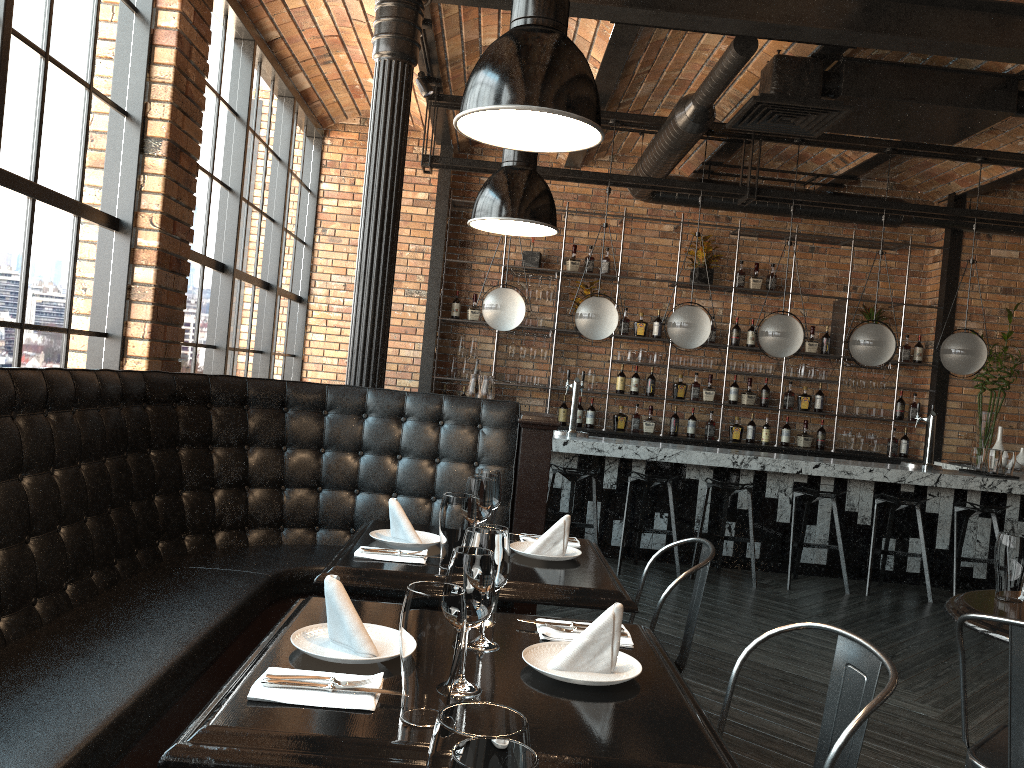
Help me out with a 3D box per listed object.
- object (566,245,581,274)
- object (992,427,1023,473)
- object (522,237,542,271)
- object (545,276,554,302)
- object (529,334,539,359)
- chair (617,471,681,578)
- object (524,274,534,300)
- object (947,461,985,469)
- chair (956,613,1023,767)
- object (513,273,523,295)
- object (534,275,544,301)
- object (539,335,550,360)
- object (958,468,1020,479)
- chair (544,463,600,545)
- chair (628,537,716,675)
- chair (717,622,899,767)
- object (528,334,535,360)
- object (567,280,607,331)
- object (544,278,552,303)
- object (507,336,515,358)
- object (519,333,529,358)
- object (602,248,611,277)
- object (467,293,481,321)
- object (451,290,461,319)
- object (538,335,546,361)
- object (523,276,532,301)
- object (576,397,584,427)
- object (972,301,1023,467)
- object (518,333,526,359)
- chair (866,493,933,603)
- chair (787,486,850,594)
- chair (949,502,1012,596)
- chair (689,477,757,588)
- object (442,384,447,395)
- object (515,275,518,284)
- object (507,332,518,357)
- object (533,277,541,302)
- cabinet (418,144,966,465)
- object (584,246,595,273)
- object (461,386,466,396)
[{"bbox_3d":[0.609,-1.233,8.755,0.123,0.279,0.123,5,0,-13],"label":"object"},{"bbox_3d":[4.458,0.589,7.948,0.319,0.397,0.316,5,0,-43],"label":"object"},{"bbox_3d":[0.212,-1.409,8.768,0.377,0.554,0.422,5,0,-14],"label":"object"},{"bbox_3d":[0.371,-0.928,8.658,0.092,0.244,0.092,5,0,4],"label":"object"},{"bbox_3d":[0.214,-0.367,8.659,0.092,0.244,0.092,5,0,4],"label":"object"},{"bbox_3d":[0.988,1.000,6.493,0.475,0.737,0.414,5,0,-7],"label":"chair"},{"bbox_3d":[0.169,-0.946,8.653,0.092,0.244,0.092,5,0,4],"label":"object"},{"bbox_3d":[4.437,0.775,8.342,0.622,0.014,0.622,5,0,-29],"label":"object"},{"bbox_3d":[1.384,0.999,2.237,0.504,0.857,0.558,6,0,43],"label":"chair"},{"bbox_3d":[0.059,-0.957,8.650,0.092,0.244,0.092,5,0,4],"label":"object"},{"bbox_3d":[0.267,-0.937,8.656,0.092,0.244,0.092,5,0,4],"label":"object"},{"bbox_3d":[0.317,-0.357,8.661,0.092,0.244,0.092,5,0,4],"label":"object"},{"bbox_3d":[3.837,0.723,7.143,0.273,0.019,0.437,5,0,-2],"label":"object"},{"bbox_3d":[0.427,0.948,6.478,0.475,0.737,0.414,5,0,3],"label":"chair"},{"bbox_3d":[0.309,0.895,2.782,0.558,0.857,0.504,5,0,3],"label":"chair"},{"bbox_3d":[0.393,0.909,1.740,0.558,0.857,0.504,5,0,-7],"label":"chair"},{"bbox_3d":[0.209,-0.368,8.823,0.092,0.244,0.092,5,0,4],"label":"object"},{"bbox_3d":[0.747,-0.768,8.733,0.430,0.526,0.425,5,0,11],"label":"object"},{"bbox_3d":[0.366,-0.929,8.823,0.092,0.244,0.092,5,0,4],"label":"object"},{"bbox_3d":[0.001,-0.388,8.818,0.092,0.244,0.092,5,0,4],"label":"object"},{"bbox_3d":[0.115,-0.376,8.656,0.092,0.244,0.092,5,0,4],"label":"object"},{"bbox_3d":[0.932,-1.205,8.762,0.083,0.282,0.083,5,0,14],"label":"object"},{"bbox_3d":[-0.371,-0.749,8.718,0.123,0.279,0.123,5,0,-13],"label":"object"},{"bbox_3d":[-0.549,-0.777,8.758,0.086,0.298,0.086,5,0,-43],"label":"object"},{"bbox_3d":[0.313,-0.358,8.826,0.092,0.244,0.092,5,0,4],"label":"object"},{"bbox_3d":[0.165,-0.948,8.818,0.092,0.244,0.092,5,0,4],"label":"object"},{"bbox_3d":[0.666,0.275,8.798,0.086,0.298,0.086,5,0,-43],"label":"object"},{"bbox_3d":[4.522,0.012,8.311,0.584,1.546,0.673,6,0,37],"label":"object"},{"bbox_3d":[0.111,-0.377,8.821,0.092,0.244,0.092,5,0,4],"label":"object"},{"bbox_3d":[2.820,1.172,6.541,0.475,0.737,0.414,5,0,3],"label":"chair"},{"bbox_3d":[2.204,1.114,6.525,0.475,0.737,0.414,5,0,-7],"label":"chair"},{"bbox_3d":[3.401,1.227,6.556,0.475,0.737,0.414,5,0,-7],"label":"chair"},{"bbox_3d":[1.566,1.054,6.508,0.475,0.737,0.414,5,0,8],"label":"chair"},{"bbox_3d":[-0.670,0.151,8.737,0.086,0.299,0.086,5,0,-43],"label":"object"},{"bbox_3d":[0.055,-0.958,8.815,0.092,0.244,0.092,5,0,4],"label":"object"},{"bbox_3d":[0.006,-0.386,8.653,0.092,0.244,0.092,5,0,4],"label":"object"},{"bbox_3d":[0.263,-0.938,8.821,0.092,0.244,0.092,5,0,4],"label":"object"},{"bbox_3d":[0.824,-0.491,8.726,7.075,3.779,0.564,5,0,-2],"label":"cabinet"},{"bbox_3d":[0.766,-1.221,8.758,0.083,0.282,0.083,5,0,-16],"label":"object"},{"bbox_3d":[-0.479,0.168,8.711,0.086,0.297,0.086,6,0,32],"label":"object"}]
